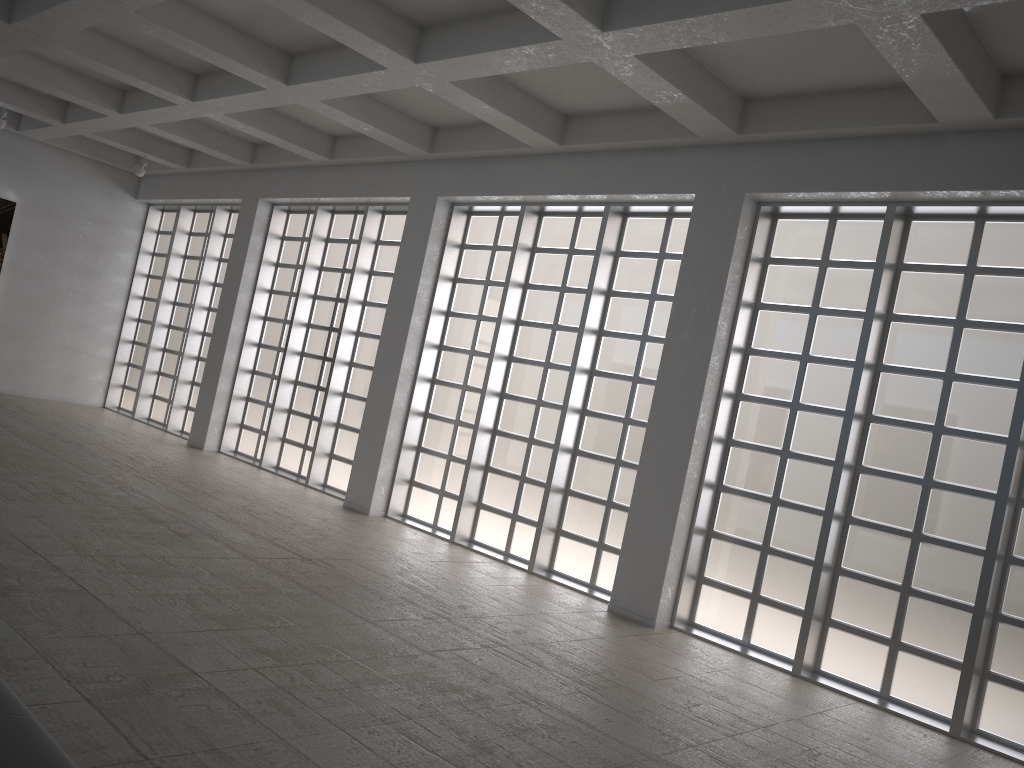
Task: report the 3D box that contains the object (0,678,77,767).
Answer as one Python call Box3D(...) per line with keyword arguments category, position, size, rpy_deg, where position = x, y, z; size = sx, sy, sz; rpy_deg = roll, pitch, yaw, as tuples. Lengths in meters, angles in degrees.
Box3D(category="object", position=(-3.839, 2.221, 5.285), size=(3.044, 0.828, 1.616), rpy_deg=(11, -2, 43))
